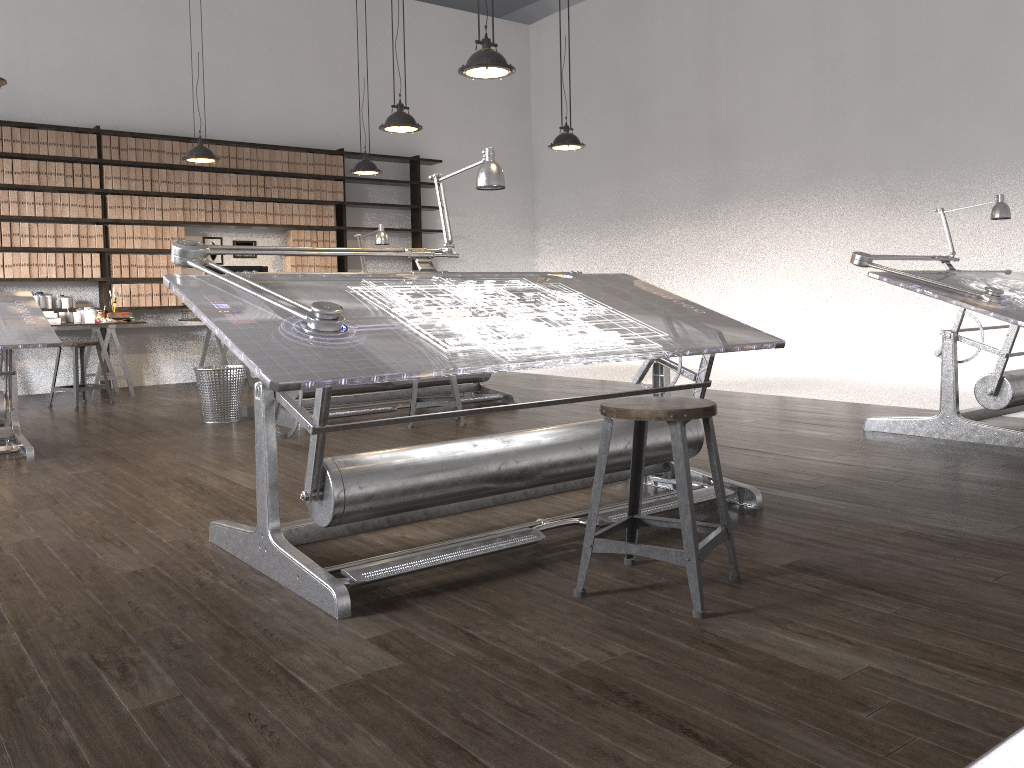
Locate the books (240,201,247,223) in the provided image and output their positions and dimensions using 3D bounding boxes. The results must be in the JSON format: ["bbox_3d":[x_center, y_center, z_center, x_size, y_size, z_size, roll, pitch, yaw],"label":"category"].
[{"bbox_3d":[-2.784,-1.753,9.086,0.067,0.225,0.174,-3,4,-37],"label":"books"}]

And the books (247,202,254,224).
[{"bbox_3d":[-2.727,-1.758,9.127,0.067,0.225,0.175,-3,4,-37],"label":"books"}]

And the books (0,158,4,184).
[{"bbox_3d":[-4.506,-1.853,7.758,0.067,0.225,0.175,-3,4,-37],"label":"books"}]

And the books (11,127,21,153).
[{"bbox_3d":[-4.395,-2.141,7.832,0.067,0.225,0.174,-3,4,-37],"label":"books"}]

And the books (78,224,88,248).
[{"bbox_3d":[-3.977,-1.354,8.179,0.067,0.225,0.175,-3,4,-37],"label":"books"}]

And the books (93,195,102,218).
[{"bbox_3d":[-3.878,-1.640,8.247,0.067,0.225,0.175,-3,4,-37],"label":"books"}]

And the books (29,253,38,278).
[{"bbox_3d":[-4.302,-1.059,7.940,0.067,0.225,0.175,-3,4,-37],"label":"books"}]

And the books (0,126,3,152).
[{"bbox_3d":[-4.508,-2.129,7.741,0.067,0.225,0.175,-3,4,-37],"label":"books"}]

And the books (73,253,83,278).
[{"bbox_3d":[-4.016,-1.087,8.160,0.067,0.225,0.175,-3,4,-37],"label":"books"}]

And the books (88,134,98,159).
[{"bbox_3d":[-3.902,-2.189,8.208,0.067,0.225,0.174,-3,4,-37],"label":"books"}]

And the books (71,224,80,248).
[{"bbox_3d":[-4.030,-1.348,8.134,0.067,0.225,0.175,-3,4,-37],"label":"books"}]

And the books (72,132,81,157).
[{"bbox_3d":[-4.016,-2.178,8.125,0.067,0.225,0.175,-3,4,-37],"label":"books"}]

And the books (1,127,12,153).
[{"bbox_3d":[-4.451,-2.135,7.785,0.067,0.225,0.175,-3,4,-37],"label":"books"}]

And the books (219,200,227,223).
[{"bbox_3d":[-2.948,-1.737,8.960,0.067,0.225,0.175,-3,4,-37],"label":"books"}]

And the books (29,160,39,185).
[{"bbox_3d":[-4.287,-1.874,7.919,0.067,0.225,0.175,-3,4,-37],"label":"books"}]

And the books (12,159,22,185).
[{"bbox_3d":[-4.392,-1.864,7.843,0.067,0.225,0.175,-3,4,-37],"label":"books"}]

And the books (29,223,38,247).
[{"bbox_3d":[-4.299,-1.322,7.934,0.067,0.225,0.174,-3,4,-37],"label":"books"}]

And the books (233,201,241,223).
[{"bbox_3d":[-2.837,-1.748,9.041,0.067,0.225,0.174,-3,4,-37],"label":"books"}]

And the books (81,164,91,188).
[{"bbox_3d":[-3.950,-1.908,8.185,0.067,0.225,0.175,-3,4,-37],"label":"books"}]

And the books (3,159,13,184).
[{"bbox_3d":[-4.448,-1.858,7.797,0.067,0.225,0.175,-3,4,-37],"label":"books"}]

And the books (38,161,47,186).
[{"bbox_3d":[-4.237,-1.880,7.965,0.067,0.225,0.175,-3,4,-37],"label":"books"}]

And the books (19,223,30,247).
[{"bbox_3d":[-4.352,-1.317,7.888,0.067,0.225,0.174,-3,4,-37],"label":"books"}]

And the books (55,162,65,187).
[{"bbox_3d":[-4.122,-1.890,8.047,0.067,0.225,0.174,-3,4,-37],"label":"books"}]

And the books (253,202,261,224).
[{"bbox_3d":[-2.667,-1.764,9.172,0.067,0.225,0.175,-3,4,-37],"label":"books"}]

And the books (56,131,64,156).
[{"bbox_3d":[-4.122,-2.167,8.042,0.067,0.225,0.175,-3,4,-37],"label":"books"}]

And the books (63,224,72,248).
[{"bbox_3d":[-4.084,-1.343,8.095,0.067,0.225,0.175,-3,4,-37],"label":"books"}]

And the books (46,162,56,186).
[{"bbox_3d":[-4.181,-1.885,8.008,0.067,0.225,0.174,-3,4,-37],"label":"books"}]

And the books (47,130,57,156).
[{"bbox_3d":[-4.171,-2.162,8.003,0.067,0.225,0.175,-3,4,-37],"label":"books"}]

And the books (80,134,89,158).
[{"bbox_3d":[-3.960,-2.183,8.168,0.067,0.225,0.174,-3,4,-37],"label":"books"}]

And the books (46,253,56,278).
[{"bbox_3d":[-4.187,-1.069,8.022,0.067,0.225,0.174,-3,4,-37],"label":"books"}]

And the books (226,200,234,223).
[{"bbox_3d":[-2.892,-1.742,8.994,0.067,0.225,0.175,-3,4,-37],"label":"books"}]

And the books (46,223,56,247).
[{"bbox_3d":[-4.185,-1.333,8.014,0.067,0.225,0.175,-3,4,-37],"label":"books"}]

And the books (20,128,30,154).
[{"bbox_3d":[-4.342,-2.146,7.877,0.067,0.225,0.174,-3,4,-37],"label":"books"}]

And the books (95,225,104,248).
[{"bbox_3d":[-3.867,-1.364,8.257,0.067,0.225,0.175,-3,4,-37],"label":"books"}]

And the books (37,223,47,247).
[{"bbox_3d":[-4.242,-1.328,7.977,0.067,0.225,0.175,-3,4,-37],"label":"books"}]

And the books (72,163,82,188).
[{"bbox_3d":[-4.006,-1.902,8.135,0.067,0.225,0.175,-3,4,-37],"label":"books"}]

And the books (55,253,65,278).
[{"bbox_3d":[-4.134,-1.075,8.069,0.067,0.225,0.175,-3,4,-37],"label":"books"}]

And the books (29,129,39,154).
[{"bbox_3d":[-4.286,-2.151,7.918,0.067,0.225,0.175,-3,4,-37],"label":"books"}]

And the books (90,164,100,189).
[{"bbox_3d":[-3.888,-1.913,8.229,0.067,0.225,0.175,-3,4,-37],"label":"books"}]

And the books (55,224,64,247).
[{"bbox_3d":[-4.135,-1.338,8.058,0.067,0.225,0.175,-3,4,-37],"label":"books"}]

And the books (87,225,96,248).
[{"bbox_3d":[-3.923,-1.359,8.223,0.067,0.225,0.174,-3,4,-37],"label":"books"}]

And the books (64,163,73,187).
[{"bbox_3d":[-4.068,-1.896,8.094,0.067,0.225,0.175,-3,4,-37],"label":"books"}]

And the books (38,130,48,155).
[{"bbox_3d":[-4.227,-2.157,7.957,0.067,0.225,0.175,-3,4,-37],"label":"books"}]

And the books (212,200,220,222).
[{"bbox_3d":[-3.004,-1.731,8.910,0.067,0.225,0.175,-3,4,-37],"label":"books"}]

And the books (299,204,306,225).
[{"bbox_3d":[-2.278,-1.802,9.469,0.067,0.225,0.175,-3,4,-37],"label":"books"}]

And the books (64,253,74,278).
[{"bbox_3d":[-4.071,-1.081,8.110,0.067,0.225,0.175,-3,4,-37],"label":"books"}]

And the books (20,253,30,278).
[{"bbox_3d":[-4.352,-1.053,7.894,0.067,0.225,0.175,-3,4,-37],"label":"books"}]

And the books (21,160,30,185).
[{"bbox_3d":[-4.343,-1.869,7.882,0.067,0.225,0.175,-3,4,-37],"label":"books"}]

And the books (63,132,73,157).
[{"bbox_3d":[-4.066,-2.172,8.079,0.067,0.225,0.175,-3,4,-37],"label":"books"}]

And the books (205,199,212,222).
[{"bbox_3d":[-3.067,-1.726,8.869,0.067,0.225,0.175,-3,4,-37],"label":"books"}]
